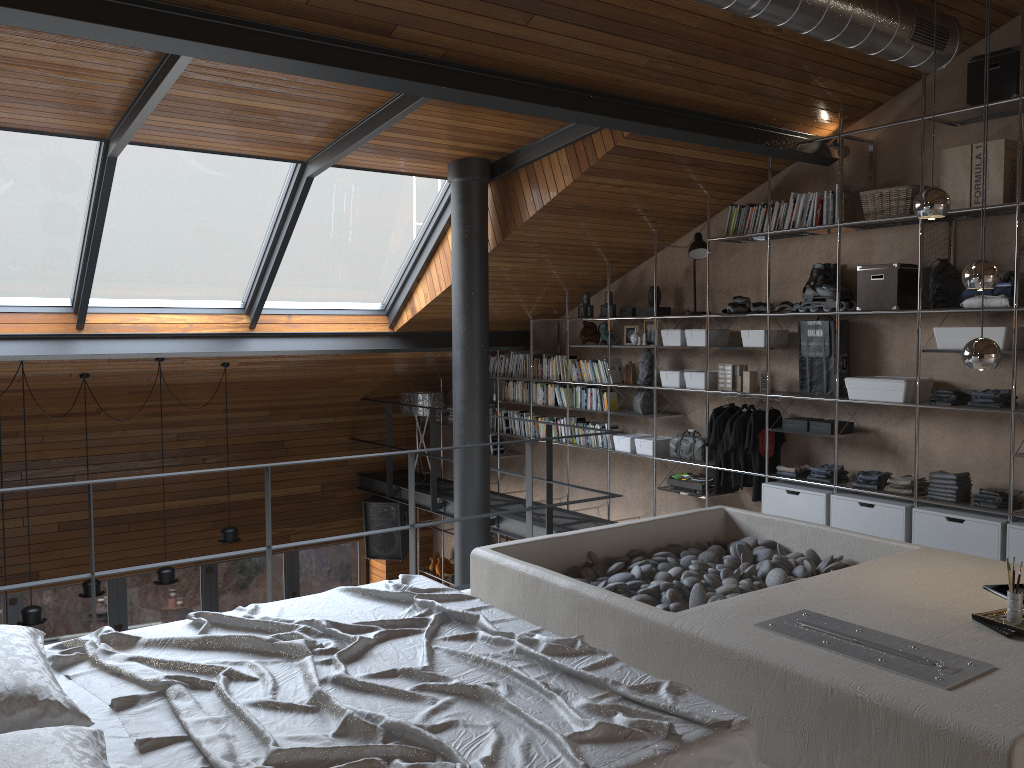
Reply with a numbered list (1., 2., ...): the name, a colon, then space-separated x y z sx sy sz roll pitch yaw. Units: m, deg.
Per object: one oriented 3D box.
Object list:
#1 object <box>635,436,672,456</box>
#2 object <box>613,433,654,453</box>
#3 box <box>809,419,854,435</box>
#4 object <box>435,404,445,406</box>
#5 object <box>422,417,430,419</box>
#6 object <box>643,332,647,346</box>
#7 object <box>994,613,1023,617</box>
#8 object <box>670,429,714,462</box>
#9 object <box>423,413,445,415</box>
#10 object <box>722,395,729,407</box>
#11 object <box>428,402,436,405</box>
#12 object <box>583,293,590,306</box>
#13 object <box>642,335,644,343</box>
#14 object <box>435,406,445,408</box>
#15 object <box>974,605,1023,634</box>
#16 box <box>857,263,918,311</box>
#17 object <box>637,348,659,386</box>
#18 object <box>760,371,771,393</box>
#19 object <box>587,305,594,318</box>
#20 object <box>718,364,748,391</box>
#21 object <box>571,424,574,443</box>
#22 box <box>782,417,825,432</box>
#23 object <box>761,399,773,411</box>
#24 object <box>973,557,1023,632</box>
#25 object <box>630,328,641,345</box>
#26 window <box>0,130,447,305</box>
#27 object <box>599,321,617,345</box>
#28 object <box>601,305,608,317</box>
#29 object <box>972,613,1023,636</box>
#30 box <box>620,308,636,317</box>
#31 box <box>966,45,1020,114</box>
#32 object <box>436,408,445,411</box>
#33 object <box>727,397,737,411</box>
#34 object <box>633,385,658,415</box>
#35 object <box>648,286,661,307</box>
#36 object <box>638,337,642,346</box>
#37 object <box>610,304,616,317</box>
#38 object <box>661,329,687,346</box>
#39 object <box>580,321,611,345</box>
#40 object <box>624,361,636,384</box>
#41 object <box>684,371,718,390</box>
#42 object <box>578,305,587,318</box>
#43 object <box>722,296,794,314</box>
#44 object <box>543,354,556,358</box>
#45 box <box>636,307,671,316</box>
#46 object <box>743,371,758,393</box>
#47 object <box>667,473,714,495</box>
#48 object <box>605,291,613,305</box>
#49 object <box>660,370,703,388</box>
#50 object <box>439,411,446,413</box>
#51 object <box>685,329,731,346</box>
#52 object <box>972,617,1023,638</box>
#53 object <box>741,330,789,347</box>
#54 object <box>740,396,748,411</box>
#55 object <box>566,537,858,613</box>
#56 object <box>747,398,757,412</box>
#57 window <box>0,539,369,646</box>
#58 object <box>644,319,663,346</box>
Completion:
1. object: 1.215 0.524 7.492 0.295 0.136 0.228 -3 4 -36
2. object: 1.058 0.512 7.709 0.295 0.136 0.228 -3 4 -36
3. box: 2.203 0.297 6.116 0.208 0.079 0.207 -2 4 -24
4. object: -0.943 0.250 10.463 0.246 0.016 0.182 -3 4 -36
5. object: -0.927 0.400 10.480 0.216 0.013 0.161 -3 4 -36
6. object: 1.113 -0.378 7.430 0.037 0.114 0.037 2 4 40
7. object: 1.862 0.837 3.195 0.232 0.010 0.064 0 3 1
8. object: 1.451 0.489 7.159 0.166 0.247 0.376 -3 4 -38
9. object: -0.930 0.348 10.474 0.224 0.017 0.167 -3 4 -36
10. object: 1.659 0.141 6.835 0.283 0.118 0.016 -3 4 -36
11. object: -0.949 0.234 10.471 0.246 0.016 0.182 -3 4 -36
12. object: 0.677 -0.773 8.076 0.029 0.114 0.084 -2 4 -29
13. object: 1.155 -0.409 7.658 0.067 0.150 0.067 0 3 4
14. object: -0.936 0.269 10.468 0.233 0.021 0.174 -3 4 -36
15. object: 1.843 0.842 3.176 0.276 0.013 0.207 -2 4 -25
16. box: 2.432 -0.621 5.728 0.266 0.295 0.289 -3 4 -36
17. object: 1.143 -0.136 7.510 0.157 0.339 0.229 -1 3 -9
18. object: 1.865 -0.014 6.533 0.074 0.156 0.078 0 3 14
19. object: 0.713 -0.656 8.048 0.029 0.117 0.086 -1 3 -16
20. object: 1.696 -0.054 6.794 0.142 0.205 0.196 -3 4 -37
21. object: 0.614 0.457 8.282 0.131 0.180 0.042 -3 4 -36
22. box: 2.073 0.286 6.311 0.208 0.079 0.207 -3 4 -37
23. object: 1.874 0.157 6.537 0.283 0.118 0.016 -3 4 -36
24. object: 1.842 0.733 3.171 0.301 0.234 0.245 -1 3 -16
25. object: 1.060 -0.404 7.584 0.091 0.146 0.091 0 3 -2
26. window: -2.394 -1.139 6.539 3.819 1.031 1.213 -3 4 -36
27. object: 0.854 -0.453 7.895 0.102 0.220 0.197 2 4 39
28. object: 0.838 -0.653 7.952 0.086 0.117 0.029 3 5 45
29. object: 1.845 0.855 3.188 0.276 0.013 0.207 -1 3 -11
30. box: 1.070 -0.617 7.650 0.208 0.079 0.207 -2 4 -22
31. box: 2.846 -1.754 5.143 0.266 0.295 0.289 -3 4 -36
32. object: -0.936 0.294 10.450 0.252 0.028 0.180 -3 4 -36
33. object: 1.684 0.184 6.797 0.387 0.197 0.009 -3 4 -40
34. object: 1.141 0.132 7.604 0.166 0.240 0.390 -1 3 -3
35. object: 1.200 -0.734 7.462 0.115 0.177 0.115 -1 3 -11
36. object: 1.076 -0.361 7.465 0.037 0.077 0.037 2 4 40
37. object: 0.896 -0.649 7.874 0.029 0.117 0.086 -1 3 -11
38. object: 1.389 -0.378 7.200 0.295 0.136 0.228 -3 4 -36
39. object: 0.757 -0.466 8.074 0.278 0.222 0.138 0 3 10
40. object: 1.023 -0.101 7.710 0.082 0.202 0.227 1 3 16
41. object: 1.538 -0.032 7.005 0.295 0.136 0.228 -3 4 -36
42. object: 0.648 -0.660 8.121 0.086 0.117 0.029 2 4 40
43. object: 1.841 -0.588 6.564 0.286 0.141 0.657 -3 5 -43
44. object: 0.369 -0.170 8.620 0.146 0.240 0.023 -3 4 -36
45. box: 1.192 -0.607 7.469 0.208 0.079 0.207 -3 4 -39
46. object: 1.769 -0.017 6.580 0.074 0.156 0.078 -2 3 -21
47. object: 1.496 0.801 7.180 0.320 0.114 0.404 -3 4 -36
48. object: 0.864 -0.766 7.905 0.029 0.114 0.084 -2 4 -24
49. object: 1.383 -0.044 7.221 0.295 0.136 0.228 -3 4 -36
50. object: -0.932 0.332 10.454 0.246 0.016 0.182 -3 4 -36
51. object: 1.541 -0.366 6.989 0.295 0.136 0.228 -3 4 -36
52. object: 1.847 0.867 3.189 0.276 0.013 0.207 -1 3 -4
53. object: 1.866 -0.336 6.539 0.290 0.124 0.222 -3 4 -36
54. object: 1.756 0.190 6.698 0.387 0.197 0.009 -3 4 -40
55. object: 0.971 1.003 4.352 1.842 0.246 1.435 -3 4 -36
56. object: 1.794 0.193 6.645 0.387 0.197 0.009 -3 4 -40
57. window: -4.149 2.626 9.351 5.936 1.522 0.101 -3 4 -36
58. object: 1.184 -0.430 7.428 0.062 0.219 0.157 -3 4 -36
